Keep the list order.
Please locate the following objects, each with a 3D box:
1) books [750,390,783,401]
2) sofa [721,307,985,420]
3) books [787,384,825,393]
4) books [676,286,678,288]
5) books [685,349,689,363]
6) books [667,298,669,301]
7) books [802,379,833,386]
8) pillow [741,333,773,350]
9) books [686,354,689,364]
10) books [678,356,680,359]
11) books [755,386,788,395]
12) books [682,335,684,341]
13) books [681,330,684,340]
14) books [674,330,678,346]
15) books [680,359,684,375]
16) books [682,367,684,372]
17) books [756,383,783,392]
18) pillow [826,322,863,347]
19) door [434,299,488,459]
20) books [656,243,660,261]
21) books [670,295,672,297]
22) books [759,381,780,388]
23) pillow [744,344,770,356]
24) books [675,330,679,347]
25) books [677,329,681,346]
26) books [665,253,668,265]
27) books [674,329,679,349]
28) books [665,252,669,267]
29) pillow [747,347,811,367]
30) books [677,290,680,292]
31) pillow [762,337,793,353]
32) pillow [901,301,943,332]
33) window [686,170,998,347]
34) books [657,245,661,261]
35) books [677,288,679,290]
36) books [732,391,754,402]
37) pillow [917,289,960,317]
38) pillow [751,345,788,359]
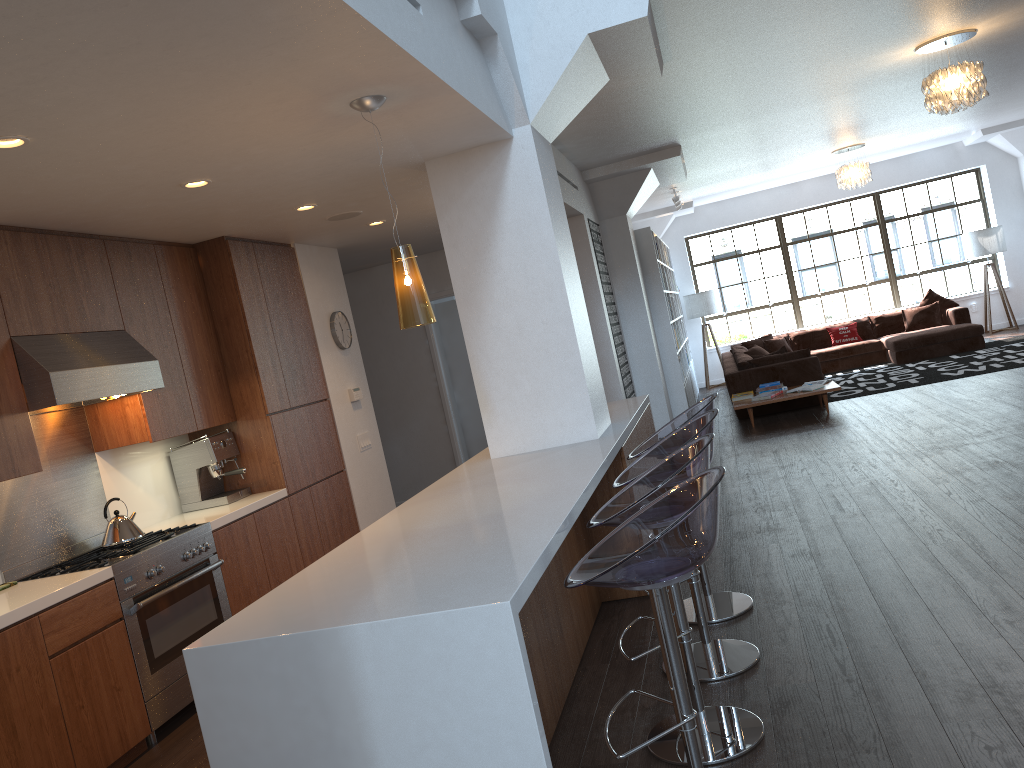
[{"bbox_3d":[2.770,0.127,9.637,0.236,0.035,0.340,-10,3,39],"label":"books"},{"bbox_3d":[4.612,-0.434,11.903,3.481,0.664,4.197,-12,3,14],"label":"sofa"},{"bbox_3d":[3.150,0.046,9.533,0.231,0.040,0.342,-14,3,-36],"label":"books"},{"bbox_3d":[2.547,-1.551,14.447,0.174,0.032,0.254,-15,4,-41],"label":"books"},{"bbox_3d":[2.555,-0.384,13.344,0.183,0.253,0.034,-12,3,13],"label":"books"},{"bbox_3d":[1.959,-0.951,11.456,0.176,0.294,0.102,-12,3,14],"label":"books"},{"bbox_3d":[3.373,-0.017,9.830,0.256,0.035,0.350,-10,3,39],"label":"books"},{"bbox_3d":[3.873,-0.539,13.669,0.580,0.418,0.334,-13,3,-13],"label":"pillow"},{"bbox_3d":[2.517,-0.369,13.188,0.183,0.253,0.034,-12,3,13],"label":"books"},{"bbox_3d":[1.887,-0.294,10.582,0.223,0.027,0.161,-11,3,23],"label":"books"},{"bbox_3d":[2.925,0.073,10.011,0.312,0.037,0.216,-12,3,4],"label":"books"},{"bbox_3d":[2.409,-0.724,13.034,0.182,0.253,0.098,-12,3,14],"label":"books"},{"bbox_3d":[2.494,-0.745,13.406,0.161,0.222,0.084,-12,3,14],"label":"books"},{"bbox_3d":[2.011,-0.557,11.344,0.183,0.253,0.034,-12,3,14],"label":"books"},{"bbox_3d":[2.088,-0.185,11.335,0.183,0.253,0.042,-12,3,14],"label":"books"},{"bbox_3d":[2.132,-0.177,11.477,0.161,0.207,0.135,-12,3,13],"label":"books"},{"bbox_3d":[2.914,0.039,10.014,0.279,0.035,0.191,-11,3,24],"label":"books"},{"bbox_3d":[5.033,-0.749,13.431,0.465,0.308,0.220,-12,3,10],"label":"pillow"},{"bbox_3d":[-0.643,0.117,9.794,0.826,2.032,0.174,-12,3,14],"label":"door"},{"bbox_3d":[1.759,-1.641,11.185,0.182,0.253,0.098,-12,3,14],"label":"books"},{"bbox_3d":[1.996,-1.144,11.740,0.223,0.027,0.161,-11,3,23],"label":"books"},{"bbox_3d":[2.911,0.008,10.009,0.224,0.027,0.157,-12,3,19],"label":"books"},{"bbox_3d":[3.403,-0.345,12.128,0.325,0.391,0.625,-11,3,30],"label":"pillow"},{"bbox_3d":[2.052,-0.574,11.508,0.183,0.253,0.034,-12,3,14],"label":"books"},{"bbox_3d":[2.170,-0.623,11.994,0.183,0.253,0.034,-12,3,13],"label":"books"},{"bbox_3d":[2.227,-1.847,13.286,0.183,0.253,0.034,-12,3,14],"label":"books"},{"bbox_3d":[2.022,-0.561,11.375,0.183,0.253,0.034,-12,3,14],"label":"books"},{"bbox_3d":[2.257,-1.861,13.419,0.183,0.253,0.034,-12,3,14],"label":"books"},{"bbox_3d":[3.171,-0.193,10.450,0.750,0.364,0.289,-12,3,13],"label":"pillow"},{"bbox_3d":[2.561,-1.486,14.455,0.284,0.035,0.197,-10,4,44],"label":"books"},{"bbox_3d":[4.038,-0.550,13.531,0.489,0.337,0.238,-13,3,-17],"label":"pillow"},{"bbox_3d":[6.029,-0.987,13.057,0.542,0.362,0.248,-11,3,34],"label":"pillow"},{"bbox_3d":[5.404,-2.017,14.705,4.648,1.905,0.114,-12,3,14],"label":"window"},{"bbox_3d":[1.795,-1.660,11.370,0.182,0.255,0.077,-12,3,14],"label":"books"},{"bbox_3d":[2.553,-1.519,14.454,0.284,0.033,0.197,-11,3,29],"label":"books"},{"bbox_3d":[2.609,0.138,10.028,0.241,0.045,0.334,-12,3,15],"label":"books"},{"bbox_3d":[6.244,-1.124,13.165,0.651,0.587,0.335,-13,3,-7],"label":"pillow"},{"bbox_3d":[3.185,-0.252,10.715,0.269,0.411,0.559,-14,3,-30],"label":"pillow"}]
